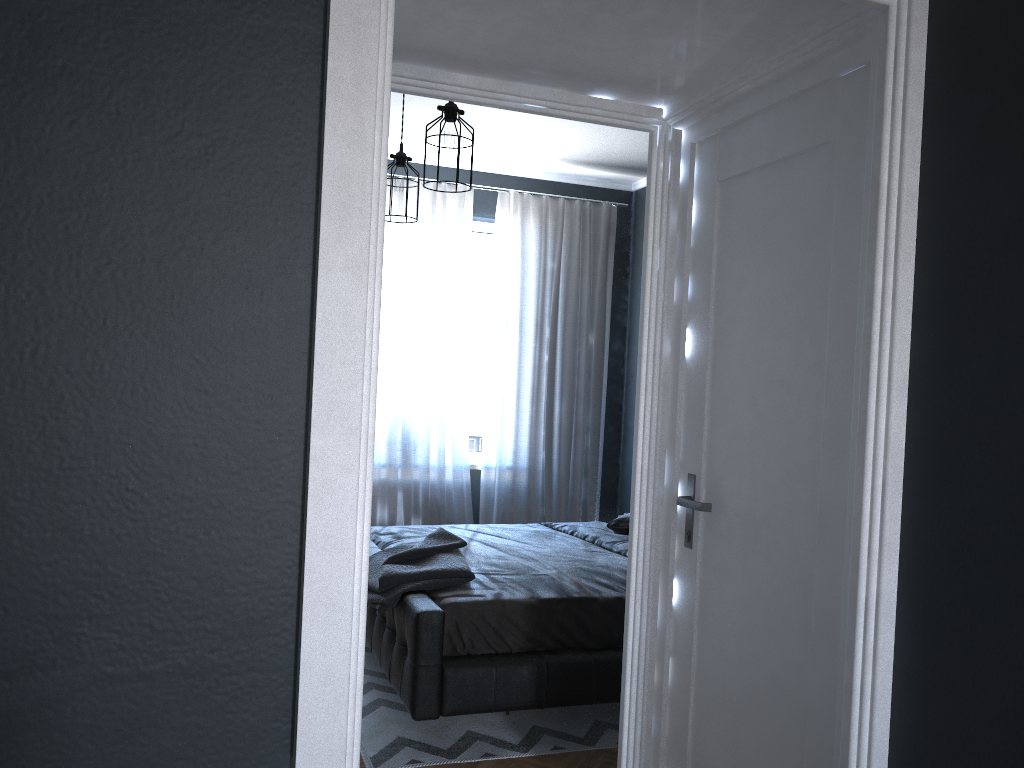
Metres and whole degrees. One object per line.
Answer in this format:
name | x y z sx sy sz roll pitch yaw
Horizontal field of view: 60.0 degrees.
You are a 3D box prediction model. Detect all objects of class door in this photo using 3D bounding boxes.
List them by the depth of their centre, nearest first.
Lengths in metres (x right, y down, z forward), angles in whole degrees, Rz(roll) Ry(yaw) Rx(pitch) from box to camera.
door | 0.627 0.338 2.236 0.162 2.187 0.856 3 1 -19

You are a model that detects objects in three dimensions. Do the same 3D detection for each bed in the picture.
bed | 0.334 0.848 4.552 2.375 1.162 2.265 3 0 -19

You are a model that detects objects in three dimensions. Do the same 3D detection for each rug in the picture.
rug | -0.167 1.404 4.357 1.458 0.013 2.044 3 0 -19

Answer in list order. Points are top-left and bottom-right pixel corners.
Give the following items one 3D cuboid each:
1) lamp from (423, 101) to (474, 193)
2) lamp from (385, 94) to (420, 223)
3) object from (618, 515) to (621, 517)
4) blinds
lamp | -0.258 -1.222 3.776 0.210 0.769 0.210 3 1 -6
lamp | -0.587 -1.246 4.706 0.210 0.747 0.210 3 1 -6
object | 0.761 0.995 6.252 0.074 0.142 0.074 3 1 36
blinds | -1.112 -0.038 5.999 3.993 2.789 0.312 3 1 -19
